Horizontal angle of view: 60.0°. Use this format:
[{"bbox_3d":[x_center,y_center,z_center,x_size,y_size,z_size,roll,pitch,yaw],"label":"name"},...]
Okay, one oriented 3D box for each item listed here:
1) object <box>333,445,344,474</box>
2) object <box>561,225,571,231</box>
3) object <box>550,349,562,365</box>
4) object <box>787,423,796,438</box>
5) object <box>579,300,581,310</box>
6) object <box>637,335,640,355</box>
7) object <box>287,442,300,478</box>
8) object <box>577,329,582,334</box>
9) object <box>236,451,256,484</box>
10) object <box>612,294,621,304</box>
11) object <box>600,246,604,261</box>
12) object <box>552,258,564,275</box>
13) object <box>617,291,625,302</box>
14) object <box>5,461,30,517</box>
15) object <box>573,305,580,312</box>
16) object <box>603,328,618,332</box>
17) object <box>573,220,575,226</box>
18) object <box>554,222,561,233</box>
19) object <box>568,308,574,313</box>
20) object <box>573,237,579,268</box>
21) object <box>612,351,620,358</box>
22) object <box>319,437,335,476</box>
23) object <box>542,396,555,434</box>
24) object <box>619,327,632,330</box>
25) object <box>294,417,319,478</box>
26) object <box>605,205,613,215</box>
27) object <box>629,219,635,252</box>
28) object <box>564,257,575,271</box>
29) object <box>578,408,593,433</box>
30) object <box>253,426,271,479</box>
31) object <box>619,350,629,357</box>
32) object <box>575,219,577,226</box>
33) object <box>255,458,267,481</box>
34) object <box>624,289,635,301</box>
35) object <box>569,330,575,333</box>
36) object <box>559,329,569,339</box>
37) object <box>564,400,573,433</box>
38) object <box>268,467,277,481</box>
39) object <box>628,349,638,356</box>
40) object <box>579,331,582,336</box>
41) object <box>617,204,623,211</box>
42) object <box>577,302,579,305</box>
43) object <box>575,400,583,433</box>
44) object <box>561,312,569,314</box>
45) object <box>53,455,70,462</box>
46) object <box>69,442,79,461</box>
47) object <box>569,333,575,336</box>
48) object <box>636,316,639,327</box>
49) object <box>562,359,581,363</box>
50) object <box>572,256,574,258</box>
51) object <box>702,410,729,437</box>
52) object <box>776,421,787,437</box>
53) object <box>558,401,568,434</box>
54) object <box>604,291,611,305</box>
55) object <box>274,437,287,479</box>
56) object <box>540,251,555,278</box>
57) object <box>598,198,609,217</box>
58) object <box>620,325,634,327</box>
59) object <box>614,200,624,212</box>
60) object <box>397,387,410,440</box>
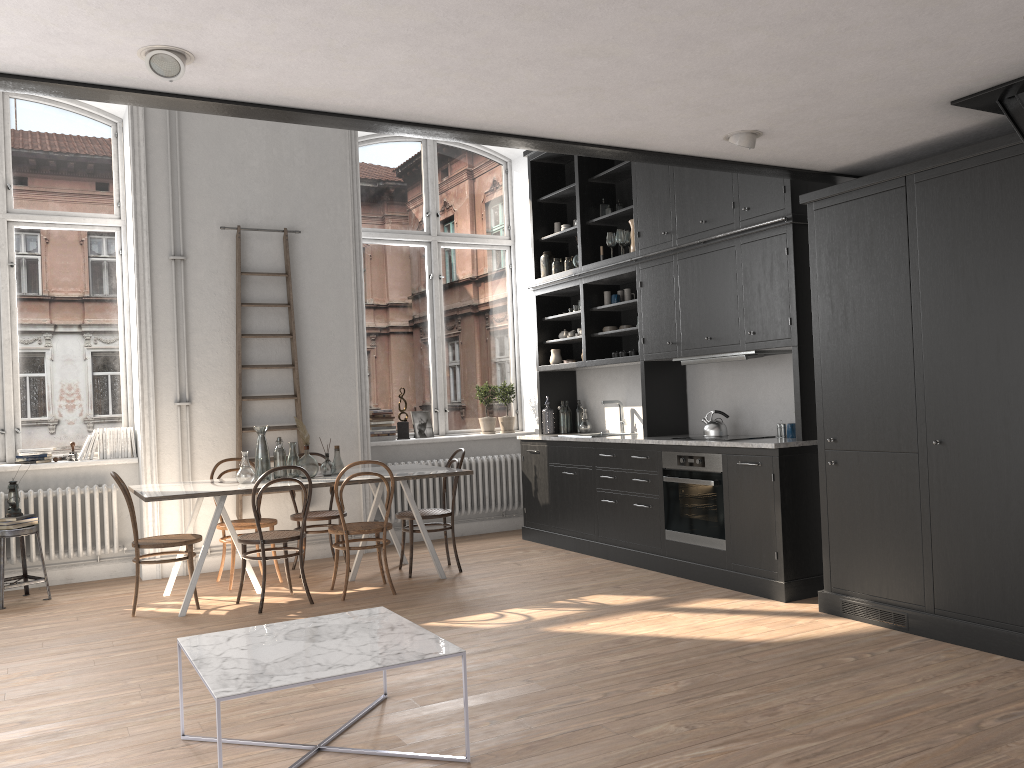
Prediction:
[{"bbox_3d":[-1.297,0.563,6.592,0.101,0.211,0.101,-3,-1,11],"label":"object"},{"bbox_3d":[0.495,-1.402,8.107,0.096,0.095,0.096,-3,-1,6],"label":"object"},{"bbox_3d":[0.407,-0.244,8.122,0.115,0.144,0.127,-3,-1,40],"label":"object"},{"bbox_3d":[1.837,0.306,5.817,0.140,0.093,0.082,-2,-1,-38],"label":"object"},{"bbox_3d":[0.619,-0.685,7.807,0.060,0.107,0.060,-2,-1,-1],"label":"object"},{"bbox_3d":[1.052,-0.318,6.961,0.124,0.192,0.129,-2,-1,-1],"label":"object"},{"bbox_3d":[-1.589,0.551,6.443,0.100,0.255,0.098,-3,-1,38],"label":"object"},{"bbox_3d":[0.602,-0.464,7.870,0.039,0.055,0.049,-2,-1,-8],"label":"object"},{"bbox_3d":[-1.828,0.572,6.085,0.132,0.219,0.132,-2,-1,-39],"label":"object"},{"bbox_3d":[0.865,-0.696,7.400,0.082,0.093,0.140,-3,-1,27],"label":"object"},{"bbox_3d":[0.757,-1.082,7.451,0.123,0.161,0.123,-2,-1,-20],"label":"object"},{"bbox_3d":[0.418,-1.054,8.012,0.114,0.155,0.114,-2,-1,-25],"label":"object"},{"bbox_3d":[0.912,-0.718,7.497,0.082,0.135,0.059,-2,-1,0],"label":"object"},{"bbox_3d":[-3.536,0.750,6.338,0.154,0.383,0.163,-3,-1,35],"label":"object"},{"bbox_3d":[0.574,-0.663,7.865,0.064,0.069,0.064,-3,-1,19],"label":"object"},{"bbox_3d":[-1.876,0.553,6.642,5.826,1.842,0.792,-2,-1,-23],"label":"object"},{"bbox_3d":[0.593,-1.426,8.075,0.059,0.135,0.082,-2,-1,-5],"label":"object"},{"bbox_3d":[0.422,-1.417,8.190,0.059,0.135,0.082,-2,-1,0],"label":"object"},{"bbox_3d":[0.541,-0.649,7.941,0.071,0.047,0.071,-3,-1,9],"label":"object"},{"bbox_3d":[0.586,-1.169,7.632,0.134,0.357,0.134,-3,-1,17],"label":"object"},{"bbox_3d":[0.862,-0.238,7.243,0.088,0.059,0.104,-2,-1,-40],"label":"object"},{"bbox_3d":[-1.351,0.528,6.478,0.107,0.283,0.107,-2,-1,-33],"label":"object"},{"bbox_3d":[0.330,0.283,8.113,0.109,0.349,0.109,-3,-1,43],"label":"object"},{"bbox_3d":[0.962,-0.454,7.423,0.132,0.038,0.132,-3,-1,19],"label":"object"},{"bbox_3d":[-1.466,0.448,6.329,0.156,0.446,0.157,-2,-1,-10],"label":"object"},{"bbox_3d":[0.814,-1.442,7.432,0.053,0.125,0.041,-3,-1,29],"label":"object"},{"bbox_3d":[0.965,-1.153,6.943,0.094,0.267,0.116,-3,-1,14],"label":"object"},{"bbox_3d":[0.514,-1.056,7.948,0.096,0.150,0.096,-2,-1,-40],"label":"object"},{"bbox_3d":[0.663,0.333,8.043,0.132,0.219,0.120,-2,-1,-28],"label":"object"},{"bbox_3d":[-1.796,0.495,6.377,0.116,0.383,0.116,-2,-1,-17],"label":"object"},{"bbox_3d":[0.908,-0.242,7.140,0.104,0.059,0.088,-3,-1,40],"label":"object"},{"bbox_3d":[0.614,-1.475,7.806,0.132,0.219,0.132,-3,-1,36],"label":"object"},{"bbox_3d":[-1.774,0.604,6.257,0.083,0.158,0.083,-2,-1,-33],"label":"object"},{"bbox_3d":[0.973,-0.723,7.371,0.082,0.135,0.059,-3,-1,45],"label":"object"},{"bbox_3d":[0.538,-0.461,8.004,0.055,0.047,0.058,-2,-1,-13],"label":"object"},{"bbox_3d":[0.489,-0.452,8.156,0.125,0.100,0.140,-3,-1,43],"label":"object"},{"bbox_3d":[0.513,0.304,8.227,0.086,0.301,0.086,-2,-1,-14],"label":"object"},{"bbox_3d":[-1.675,0.631,6.202,0.058,0.094,0.058,-2,-1,0],"label":"object"},{"bbox_3d":[0.974,-0.246,7.062,0.104,0.059,0.088,-2,-1,-20],"label":"object"},{"bbox_3d":[0.615,-0.441,7.802,0.049,0.054,0.039,-2,-1,-3],"label":"object"},{"bbox_3d":[0.902,-1.445,7.406,0.044,0.121,0.058,-2,-1,-1],"label":"object"},{"bbox_3d":[0.619,-0.682,7.949,0.060,0.107,0.060,-3,-1,29],"label":"object"},{"bbox_3d":[0.620,0.298,8.164,0.086,0.301,0.086,-3,-1,17],"label":"object"},{"bbox_3d":[0.493,-0.641,8.226,0.071,0.047,0.071,-3,-1,9],"label":"object"},{"bbox_3d":[-3.531,0.582,6.940,0.088,0.048,0.153,-3,-1,11],"label":"object"},{"bbox_3d":[-3.431,0.526,6.932,0.088,0.153,0.048,-3,-1,32],"label":"object"},{"bbox_3d":[0.539,-0.442,8.004,0.056,0.033,0.058,-3,-1,36],"label":"object"},{"bbox_3d":[1.015,-0.493,7.049,0.058,0.094,0.058,-3,-1,11],"label":"object"},{"bbox_3d":[0.545,-0.198,8.016,0.180,0.037,0.180,-1,-2,-43],"label":"object"},{"bbox_3d":[0.574,-1.068,8.083,0.092,0.184,0.092,-3,-1,27],"label":"object"},{"bbox_3d":[1.452,0.279,6.343,0.171,0.186,0.171,-2,-1,-17],"label":"object"},{"bbox_3d":[1.802,0.299,5.928,0.040,0.116,0.080,-2,-1,-23],"label":"object"},{"bbox_3d":[0.466,0.304,8.113,0.086,0.301,0.086,-2,-1,-43],"label":"object"},{"bbox_3d":[0.814,-0.713,7.505,0.059,0.135,0.082,-3,-1,30],"label":"object"},{"bbox_3d":[-1.655,0.528,6.325,0.086,0.301,0.086,-2,-1,-43],"label":"object"},{"bbox_3d":[0.331,-1.089,8.128,0.118,0.238,0.118,-2,-1,-43],"label":"object"},{"bbox_3d":[0.781,-1.477,7.515,0.084,0.199,0.065,-2,-1,-6],"label":"object"},{"bbox_3d":[0.961,-0.470,7.423,0.112,0.036,0.112,-3,-1,14],"label":"object"},{"bbox_3d":[0.907,-1.471,7.514,0.065,0.177,0.084,-2,-1,-6],"label":"object"},{"bbox_3d":[-1.024,0.274,8.302,0.122,0.488,0.102,-2,-1,-4],"label":"object"}]
